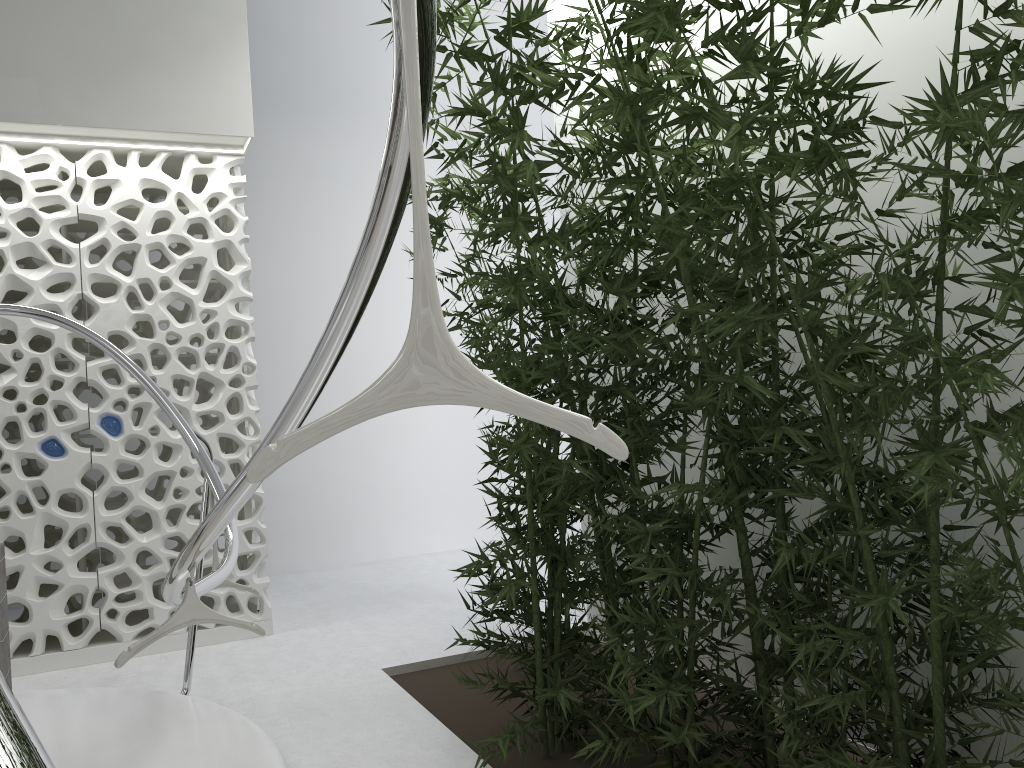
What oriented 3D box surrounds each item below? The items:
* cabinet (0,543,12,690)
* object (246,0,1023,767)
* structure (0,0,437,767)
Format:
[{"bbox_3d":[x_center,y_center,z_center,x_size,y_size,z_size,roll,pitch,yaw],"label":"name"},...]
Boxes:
[{"bbox_3d":[-2.274,1.012,2.767,1.200,0.870,0.461,-3,-1,-24],"label":"cabinet"},{"bbox_3d":[0.470,-0.546,2.725,4.097,4.038,4.664,-4,-1,25],"label":"object"},{"bbox_3d":[-2.856,0.570,1.578,5.250,2.080,5.433,-3,-1,-29],"label":"structure"}]
